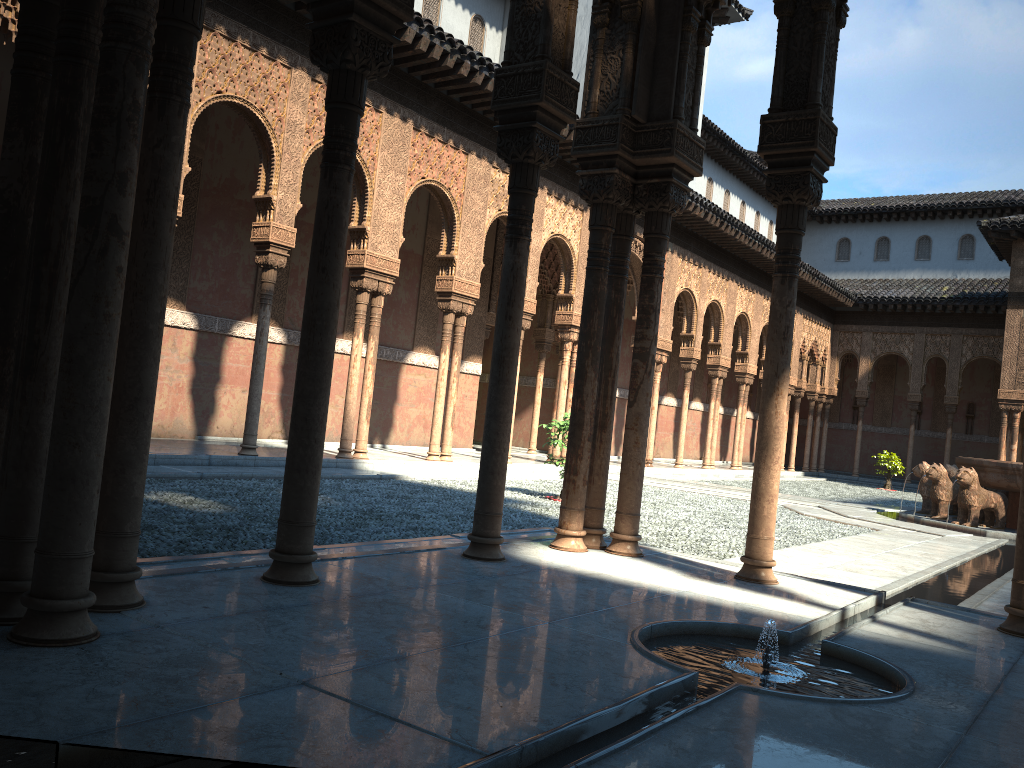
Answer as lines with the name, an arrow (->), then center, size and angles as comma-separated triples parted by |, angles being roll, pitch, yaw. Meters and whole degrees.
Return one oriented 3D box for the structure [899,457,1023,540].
structure -> 9.352, 1.776, 15.454 | 4.508, 1.991, 4.508 | 5, -2, 36
